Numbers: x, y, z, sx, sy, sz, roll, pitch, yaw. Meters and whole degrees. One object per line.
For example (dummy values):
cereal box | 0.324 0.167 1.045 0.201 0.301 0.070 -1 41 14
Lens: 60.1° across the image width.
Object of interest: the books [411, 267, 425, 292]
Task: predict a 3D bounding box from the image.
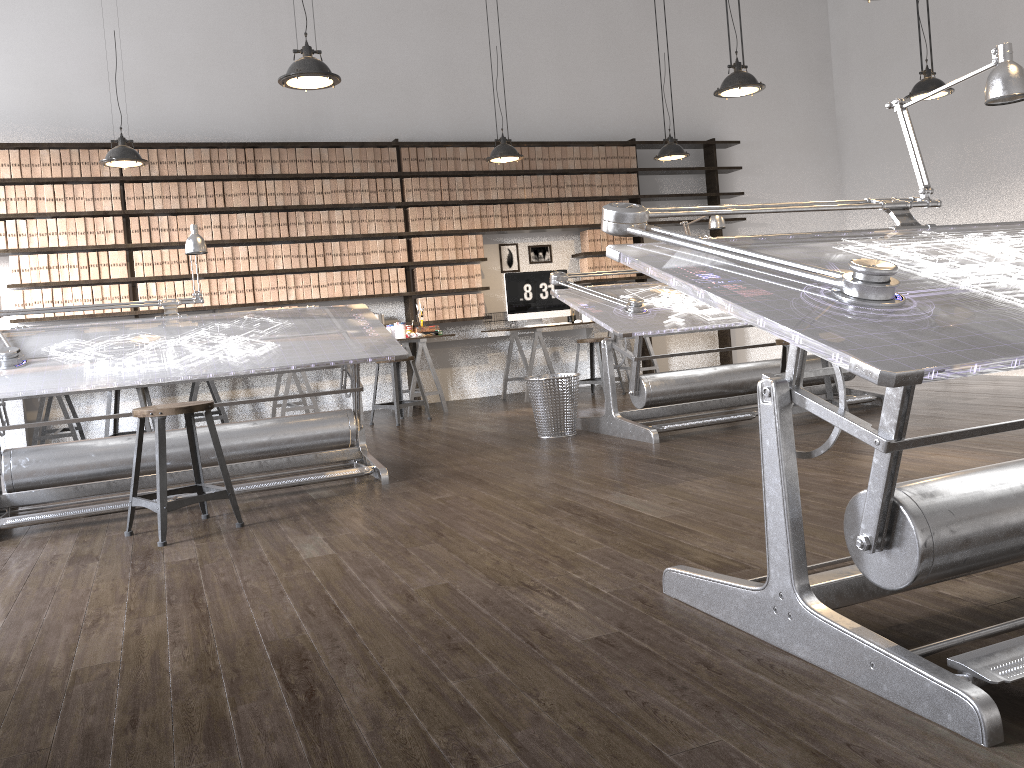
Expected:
books | -0.868 -0.959 8.200 0.067 0.225 0.174 -5 2 -22

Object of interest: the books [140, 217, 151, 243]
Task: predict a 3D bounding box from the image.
books | -3.032 -1.260 7.320 0.067 0.225 0.174 -5 2 -22

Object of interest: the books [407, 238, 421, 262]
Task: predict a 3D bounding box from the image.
books | -0.907 -1.231 8.188 0.067 0.225 0.174 -5 2 -22

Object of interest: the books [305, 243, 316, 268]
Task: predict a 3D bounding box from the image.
books | -1.787 -1.124 7.829 0.067 0.225 0.174 -5 2 -22

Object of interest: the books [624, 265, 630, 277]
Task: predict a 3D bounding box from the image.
books | 1.125 -1.187 9.008 0.067 0.225 0.174 -5 2 -22

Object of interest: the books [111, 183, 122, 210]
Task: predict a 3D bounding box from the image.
books | -3.231 -1.513 7.243 0.067 0.225 0.174 -5 2 -22

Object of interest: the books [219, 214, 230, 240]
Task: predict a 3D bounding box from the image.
books | -2.454 -1.326 7.560 0.067 0.225 0.174 -5 2 -22

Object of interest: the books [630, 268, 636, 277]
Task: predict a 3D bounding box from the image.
books | 1.189 -1.194 9.035 0.067 0.225 0.174 -5 2 -22

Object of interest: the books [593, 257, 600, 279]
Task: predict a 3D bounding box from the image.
books | 0.809 -1.151 8.881 0.067 0.225 0.174 -5 2 -22

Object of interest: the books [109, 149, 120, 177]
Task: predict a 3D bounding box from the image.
books | -3.247 -1.790 7.238 0.067 0.225 0.174 -5 2 -22

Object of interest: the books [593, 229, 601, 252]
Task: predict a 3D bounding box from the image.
books | 0.821 -1.428 8.890 0.067 0.225 0.174 -5 2 -22

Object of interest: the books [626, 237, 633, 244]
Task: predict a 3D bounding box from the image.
books | 1.161 -1.467 9.026 0.067 0.225 0.174 -5 2 -22

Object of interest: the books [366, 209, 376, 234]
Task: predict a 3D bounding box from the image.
books | -1.296 -1.458 8.029 0.067 0.225 0.174 -5 2 -22

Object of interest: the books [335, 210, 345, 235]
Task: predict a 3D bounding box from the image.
books | -1.556 -1.428 7.923 0.067 0.225 0.174 -5 2 -22

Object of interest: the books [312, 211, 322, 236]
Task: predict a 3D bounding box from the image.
books | -1.739 -1.408 7.852 0.067 0.225 0.174 -5 2 -22

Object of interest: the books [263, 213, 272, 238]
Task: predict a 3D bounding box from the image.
books | -2.133 -1.363 7.689 0.067 0.225 0.174 -5 2 -22

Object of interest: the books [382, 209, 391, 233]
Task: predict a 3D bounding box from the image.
books | -1.166 -1.473 8.078 0.067 0.225 0.174 -5 2 -22

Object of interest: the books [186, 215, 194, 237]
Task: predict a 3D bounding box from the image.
books | -2.704 -1.297 7.453 0.067 0.225 0.174 -5 2 -22

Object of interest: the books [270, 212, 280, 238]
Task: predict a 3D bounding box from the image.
books | -2.074 -1.369 7.716 0.067 0.225 0.174 -5 2 -22

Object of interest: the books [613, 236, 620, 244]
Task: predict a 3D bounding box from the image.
books | 1.023 -1.451 8.967 0.067 0.225 0.174 -5 2 -22

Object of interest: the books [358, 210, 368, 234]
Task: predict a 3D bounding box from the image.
books | -1.362 -1.451 8.006 0.067 0.225 0.174 -5 2 -22

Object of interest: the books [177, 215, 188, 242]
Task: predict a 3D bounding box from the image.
books | -2.768 -1.290 7.433 0.067 0.225 0.174 -5 2 -22

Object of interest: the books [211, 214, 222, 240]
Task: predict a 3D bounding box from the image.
books | -2.518 -1.318 7.530 0.067 0.225 0.174 -5 2 -22

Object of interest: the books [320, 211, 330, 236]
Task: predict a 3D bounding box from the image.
books | -1.675 -1.415 7.871 0.067 0.225 0.174 -5 2 -22

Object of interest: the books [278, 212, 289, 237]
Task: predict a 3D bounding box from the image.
books | -2.003 -1.377 7.739 0.067 0.225 0.174 -5 2 -22

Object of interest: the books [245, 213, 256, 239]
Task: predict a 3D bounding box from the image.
books | -2.257 -1.348 7.634 0.067 0.225 0.174 -5 2 -22

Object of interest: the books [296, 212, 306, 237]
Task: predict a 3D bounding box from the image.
books | -1.869 -1.393 7.795 0.067 0.225 0.174 -5 2 -22

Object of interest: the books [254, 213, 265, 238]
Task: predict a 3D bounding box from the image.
books | -2.190 -1.356 7.662 0.067 0.225 0.174 -5 2 -22

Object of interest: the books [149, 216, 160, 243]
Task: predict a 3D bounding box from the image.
books | -2.965 -1.268 7.354 0.067 0.225 0.174 -5 2 -22

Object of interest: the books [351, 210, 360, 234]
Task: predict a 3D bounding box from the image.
books | -1.425 -1.444 7.978 0.067 0.225 0.174 -5 2 -22

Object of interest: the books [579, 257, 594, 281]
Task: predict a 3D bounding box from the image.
books | 0.746 -1.143 8.851 0.067 0.225 0.174 -5 2 -22

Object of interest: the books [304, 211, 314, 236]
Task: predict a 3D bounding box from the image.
books | -1.805 -1.400 7.825 0.067 0.225 0.174 -5 2 -22

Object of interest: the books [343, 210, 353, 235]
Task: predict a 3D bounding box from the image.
books | -1.489 -1.436 7.948 0.067 0.225 0.174 -5 2 -22

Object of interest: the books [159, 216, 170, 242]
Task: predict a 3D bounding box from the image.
books | -2.897 -1.275 7.376 0.067 0.225 0.174 -5 2 -22

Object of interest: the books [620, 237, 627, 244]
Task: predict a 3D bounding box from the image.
books | 1.090 -1.459 8.999 0.067 0.225 0.174 -5 2 -22

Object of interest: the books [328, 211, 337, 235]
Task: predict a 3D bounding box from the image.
books | -1.615 -1.422 7.901 0.067 0.225 0.174 -5 2 -22

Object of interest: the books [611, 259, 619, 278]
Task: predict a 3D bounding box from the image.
books | 1.007 -1.173 8.955 0.067 0.225 0.174 -5 2 -22

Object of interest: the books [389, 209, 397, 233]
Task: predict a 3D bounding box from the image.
books | -1.110 -1.480 8.106 0.067 0.225 0.174 -5 2 -22

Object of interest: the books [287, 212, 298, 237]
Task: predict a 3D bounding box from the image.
books | -1.936 -1.385 7.772 0.067 0.225 0.174 -5 2 -22

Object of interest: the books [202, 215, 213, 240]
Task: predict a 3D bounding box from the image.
books | -2.585 -1.311 7.504 0.067 0.225 0.174 -5 2 -22

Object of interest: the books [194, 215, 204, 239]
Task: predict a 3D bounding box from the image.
books | -2.644 -1.304 7.482 0.067 0.225 0.174 -5 2 -22

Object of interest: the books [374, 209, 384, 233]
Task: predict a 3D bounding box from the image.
books | -1.228 -1.466 8.053 0.067 0.225 0.174 -5 2 -22

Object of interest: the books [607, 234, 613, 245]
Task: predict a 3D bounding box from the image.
books | 0.952 -1.443 8.944 0.067 0.225 0.174 -5 2 -22

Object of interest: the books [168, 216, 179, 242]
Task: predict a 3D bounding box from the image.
books | -2.834 -1.283 7.407 0.067 0.225 0.174 -5 2 -22

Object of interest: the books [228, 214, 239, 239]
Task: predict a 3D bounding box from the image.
books | -2.391 -1.333 7.588 0.067 0.225 0.174 -5 2 -22

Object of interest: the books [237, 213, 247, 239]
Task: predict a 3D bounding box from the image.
books | -2.325 -1.341 7.610 0.067 0.225 0.174 -5 2 -22

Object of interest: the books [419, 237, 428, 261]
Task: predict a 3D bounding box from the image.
books | -0.842 -1.238 8.213 0.067 0.225 0.174 -5 2 -22

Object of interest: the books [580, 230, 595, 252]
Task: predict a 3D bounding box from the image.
books | 0.756 -1.421 8.863 0.067 0.225 0.174 -5 2 -22

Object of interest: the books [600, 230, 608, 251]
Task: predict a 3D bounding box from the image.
books | 0.888 -1.436 8.912 0.067 0.225 0.174 -5 2 -22

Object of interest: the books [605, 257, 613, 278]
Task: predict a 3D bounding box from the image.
books | 0.939 -1.165 8.931 0.067 0.225 0.174 -5 2 -22

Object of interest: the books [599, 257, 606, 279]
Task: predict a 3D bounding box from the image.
books | 0.873 -1.158 8.909 0.067 0.225 0.174 -5 2 -22

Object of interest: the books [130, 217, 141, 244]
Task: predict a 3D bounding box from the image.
books | -3.102 -1.252 7.298 0.067 0.225 0.174 -5 2 -22

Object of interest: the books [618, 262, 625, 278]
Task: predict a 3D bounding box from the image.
books | 1.068 -1.180 8.980 0.067 0.225 0.174 -5 2 -22
